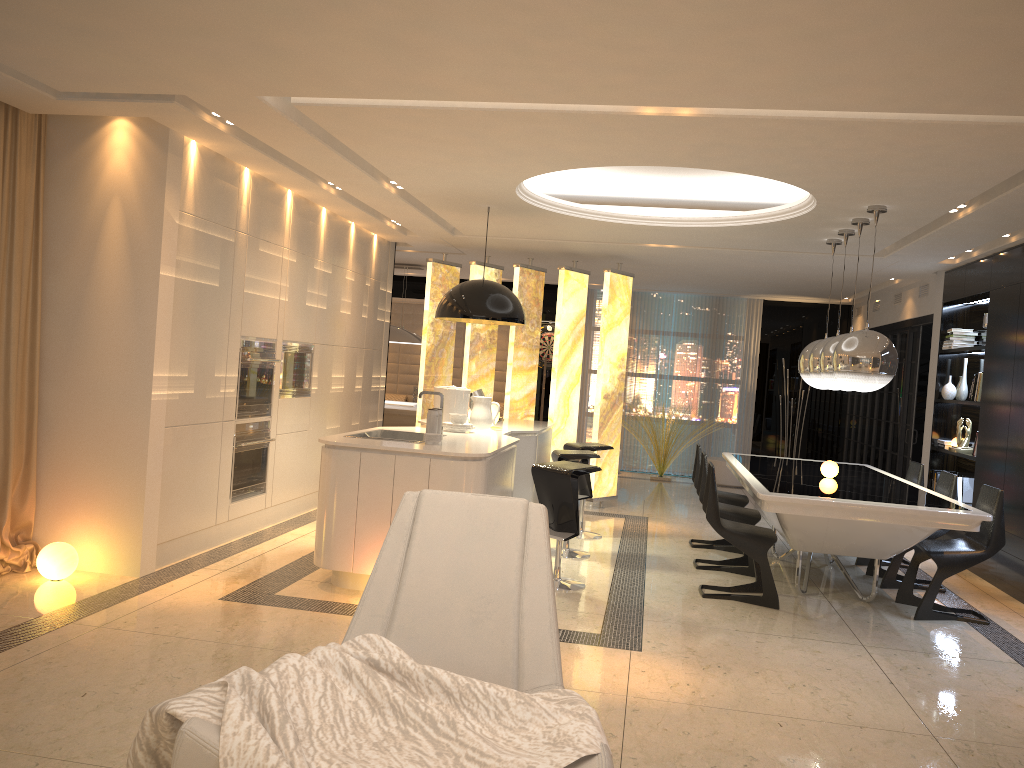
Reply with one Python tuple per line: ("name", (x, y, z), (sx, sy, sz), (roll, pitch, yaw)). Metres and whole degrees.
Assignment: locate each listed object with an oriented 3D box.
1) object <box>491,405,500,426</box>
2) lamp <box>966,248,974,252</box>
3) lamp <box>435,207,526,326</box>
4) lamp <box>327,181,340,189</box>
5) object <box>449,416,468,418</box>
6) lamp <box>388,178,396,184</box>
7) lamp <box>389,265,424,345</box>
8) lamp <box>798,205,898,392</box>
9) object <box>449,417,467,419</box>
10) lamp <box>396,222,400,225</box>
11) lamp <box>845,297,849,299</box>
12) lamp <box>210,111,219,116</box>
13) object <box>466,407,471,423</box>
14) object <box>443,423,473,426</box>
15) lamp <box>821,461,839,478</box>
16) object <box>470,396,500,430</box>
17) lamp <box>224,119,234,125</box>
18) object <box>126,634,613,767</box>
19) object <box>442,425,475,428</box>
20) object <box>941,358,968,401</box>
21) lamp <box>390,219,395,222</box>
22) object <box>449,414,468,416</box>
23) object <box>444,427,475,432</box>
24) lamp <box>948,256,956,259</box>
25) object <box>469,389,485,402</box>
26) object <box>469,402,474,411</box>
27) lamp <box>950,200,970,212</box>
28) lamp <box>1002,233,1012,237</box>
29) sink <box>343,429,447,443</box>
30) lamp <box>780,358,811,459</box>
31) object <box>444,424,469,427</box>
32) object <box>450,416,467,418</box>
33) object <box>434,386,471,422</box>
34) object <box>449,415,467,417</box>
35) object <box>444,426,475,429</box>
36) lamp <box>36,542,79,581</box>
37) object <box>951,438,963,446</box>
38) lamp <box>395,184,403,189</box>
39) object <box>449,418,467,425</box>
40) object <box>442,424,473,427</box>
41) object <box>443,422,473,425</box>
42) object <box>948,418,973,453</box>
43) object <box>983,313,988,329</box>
("object", (-0.208, 0.249, 7.254), (0.212, 0.214, 0.213), (4, 1, -30))
("lamp", (3.879, -1.189, 7.545), (0.107, 0.127, 0.107), (4, 1, -10))
("lamp", (-0.214, -0.934, 6.920), (0.710, 0.898, 0.710), (5, 1, 19))
("lamp", (-1.326, -1.561, 6.737), (0.107, 0.127, 0.270), (4, 1, 9))
("object", (-0.400, 0.269, 6.586), (0.138, 0.051, 0.138), (4, 1, -33))
("lamp", (-0.844, -1.520, 6.448), (0.107, 0.127, 0.107), (4, 1, -10))
("lamp", (-1.791, -1.062, 11.636), (1.578, 0.995, 0.939), (4, 1, 9))
("lamp", (2.476, -0.562, 6.558), (0.408, 1.226, 1.827), (4, 1, 9))
("object", (-0.401, 0.274, 6.586), (0.138, 0.051, 0.138), (4, 1, -33))
("lamp", (-1.055, -1.572, 8.413), (0.107, 0.127, 0.107), (4, 1, 5))
("lamp", (4.537, -1.224, 12.073), (0.107, 0.127, 0.107), (4, 1, -10))
("lamp", (-1.620, -1.549, 4.912), (0.107, 0.127, 0.107), (4, 1, -2))
("object", (-0.431, 0.253, 7.218), (0.211, 0.174, 0.211), (4, 1, -34))
("object", (-0.404, 0.304, 6.586), (0.229, 0.016, 0.229), (5, 1, 39))
("lamp", (2.319, 0.622, 6.471), (0.125, 0.125, 0.125), (4, 1, -30))
("object", (-0.227, 0.231, 7.027), (0.211, 0.254, 0.183), (4, 1, -29))
("lamp", (-1.594, -1.550, 5.073), (0.107, 0.127, 0.107), (4, 1, -2))
("object", (-0.440, 1.019, 2.358), (0.972, 0.580, 1.347), (3, 1, -44))
("object", (-0.405, 0.325, 6.587), (0.264, 0.033, 0.264), (4, 1, -22))
("object", (4.156, -0.045, 8.317), (0.210, 0.395, 0.180), (4, 1, 12))
("lamp", (-1.082, -1.571, 8.252), (0.107, 0.127, 0.107), (4, 1, -10))
("object", (-0.399, 0.251, 6.586), (0.138, 0.051, 0.138), (4, 1, -33))
("object", (-0.405, 0.337, 6.588), (0.264, 0.033, 0.264), (4, 1, -22))
("lamp", (3.950, -1.192, 7.988), (0.107, 0.127, 0.107), (4, 1, -10))
("object", (-0.353, 0.145, 8.081), (0.249, 0.212, 0.256), (5, 1, 45))
("object", (-0.351, 0.231, 8.085), (0.253, 0.147, 0.266), (3, 1, -38))
("lamp", (2.967, -1.227, 5.918), (0.107, 0.127, 0.271), (4, 1, 9))
("lamp", (3.749, -1.184, 6.743), (0.107, 0.127, 0.107), (4, 1, -10))
("sink", (-0.754, 0.414, 5.825), (0.485, 0.152, 0.738), (4, 1, 9))
("lamp", (3.922, 0.553, 12.421), (0.418, 1.801, 0.200), (4, 1, 9))
("object", (-0.404, 0.309, 6.587), (0.229, 0.016, 0.229), (5, 1, 39))
("object", (-0.400, 0.263, 6.586), (0.138, 0.051, 0.138), (4, 1, -33))
("object", (-0.474, 0.178, 6.899), (0.288, 0.330, 0.288), (5, 1, 27))
("object", (-0.399, 0.257, 6.586), (0.138, 0.051, 0.138), (4, 1, -33))
("object", (-0.405, 0.331, 6.587), (0.264, 0.033, 0.264), (4, 1, -22))
("lamp", (-2.575, 1.003, 5.026), (0.212, 0.214, 0.213), (4, 1, -30))
("object", (4.089, 0.549, 8.119), (0.125, 0.125, 0.125), (3, 1, -41))
("lamp", (-0.818, -1.521, 6.610), (0.107, 0.127, 0.107), (4, 1, -10))
("object", (-0.401, 0.280, 6.586), (0.138, 0.051, 0.138), (4, 1, -33))
("object", (-0.404, 0.314, 6.587), (0.229, 0.016, 0.229), (5, 1, 39))
("object", (-0.403, 0.300, 6.586), (0.229, 0.016, 0.229), (5, 1, 39))
("object", (4.050, 0.459, 7.956), (0.177, 0.311, 0.177), (4, 1, 9))
("object", (4.167, -0.461, 7.738), (0.111, 0.301, 0.111), (4, 1, 5))
